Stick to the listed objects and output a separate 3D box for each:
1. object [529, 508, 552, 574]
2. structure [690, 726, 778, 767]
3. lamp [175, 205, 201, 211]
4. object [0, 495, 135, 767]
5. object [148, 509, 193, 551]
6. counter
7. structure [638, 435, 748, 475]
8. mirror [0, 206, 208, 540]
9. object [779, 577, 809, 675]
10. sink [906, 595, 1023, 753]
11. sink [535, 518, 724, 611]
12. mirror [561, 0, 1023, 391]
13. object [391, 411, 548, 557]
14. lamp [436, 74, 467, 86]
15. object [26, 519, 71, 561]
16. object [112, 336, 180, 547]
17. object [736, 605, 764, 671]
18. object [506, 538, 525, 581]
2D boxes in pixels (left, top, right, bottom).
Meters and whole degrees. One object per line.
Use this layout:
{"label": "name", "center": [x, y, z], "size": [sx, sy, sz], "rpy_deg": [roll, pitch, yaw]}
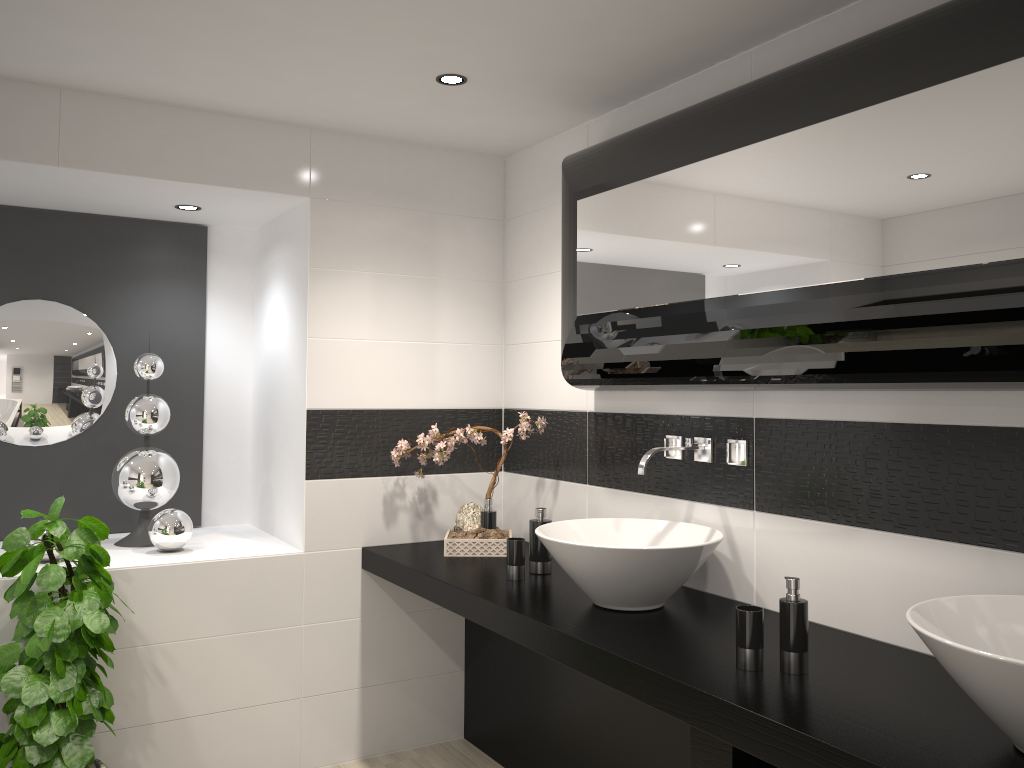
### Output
{"label": "object", "center": [0.100, 0.547, 3.104], "size": [0.079, 0.221, 0.079], "rpy_deg": [2, -3, -41]}
{"label": "structure", "center": [0.612, 1.116, 1.955], "size": [0.464, 0.763, 0.126], "rpy_deg": [2, -3, -30]}
{"label": "lamp", "center": [-1.363, -0.742, 3.731], "size": [0.105, 0.004, 0.105], "rpy_deg": [0, -1, 26]}
{"label": "object", "center": [-1.449, 0.926, 2.788], "size": [0.418, 1.133, 0.437], "rpy_deg": [0, -2, 10]}
{"label": "object", "center": [-1.331, 0.569, 3.459], "size": [0.163, 0.163, 0.163], "rpy_deg": [1, -2, -17]}
{"label": "counter", "center": [0.651, 0.694, 2.092], "size": [0.655, 0.084, 3.842], "rpy_deg": [1, -1, -31]}
{"label": "structure", "center": [0.506, 0.223, 2.758], "size": [0.259, 0.108, 0.367], "rpy_deg": [1, -1, -31]}
{"label": "mirror", "center": [-1.995, -0.048, 3.727], "size": [1.360, 1.384, 0.078], "rpy_deg": [1, -3, -30]}
{"label": "object", "center": [0.641, 0.547, 2.017], "size": [0.063, 0.208, 0.063], "rpy_deg": [-2, -3, 39]}
{"label": "sink", "center": [0.997, 0.539, 1.552], "size": [0.559, 0.212, 0.559], "rpy_deg": [0, -1, 38]}
{"label": "sink", "center": [0.348, 0.547, 2.653], "size": [0.559, 0.212, 0.559], "rpy_deg": [0, -1, 13]}
{"label": "mirror", "center": [0.867, -0.435, 2.180], "size": [0.258, 0.902, 2.612], "rpy_deg": [2, -1, -31]}
{"label": "object", "center": [-0.176, 0.386, 3.539], "size": [0.628, 0.561, 0.260], "rpy_deg": [0, -2, -1]}
{"label": "lamp", "center": [-0.204, -1.026, 2.989], "size": [0.105, 0.004, 0.105], "rpy_deg": [1, -1, -16]}
{"label": "object", "center": [-1.692, 0.571, 3.236], "size": [0.150, 0.151, 0.150], "rpy_deg": [1, -2, -17]}
{"label": "object", "center": [-1.509, 0.204, 3.668], "size": [0.260, 0.899, 0.260], "rpy_deg": [1, -2, -17]}
{"label": "object", "center": [0.547, 0.584, 2.040], "size": [0.063, 0.134, 0.063], "rpy_deg": [0, -2, 4]}
{"label": "object", "center": [0.013, 0.591, 2.994], "size": [0.063, 0.134, 0.063], "rpy_deg": [0, -2, 4]}
